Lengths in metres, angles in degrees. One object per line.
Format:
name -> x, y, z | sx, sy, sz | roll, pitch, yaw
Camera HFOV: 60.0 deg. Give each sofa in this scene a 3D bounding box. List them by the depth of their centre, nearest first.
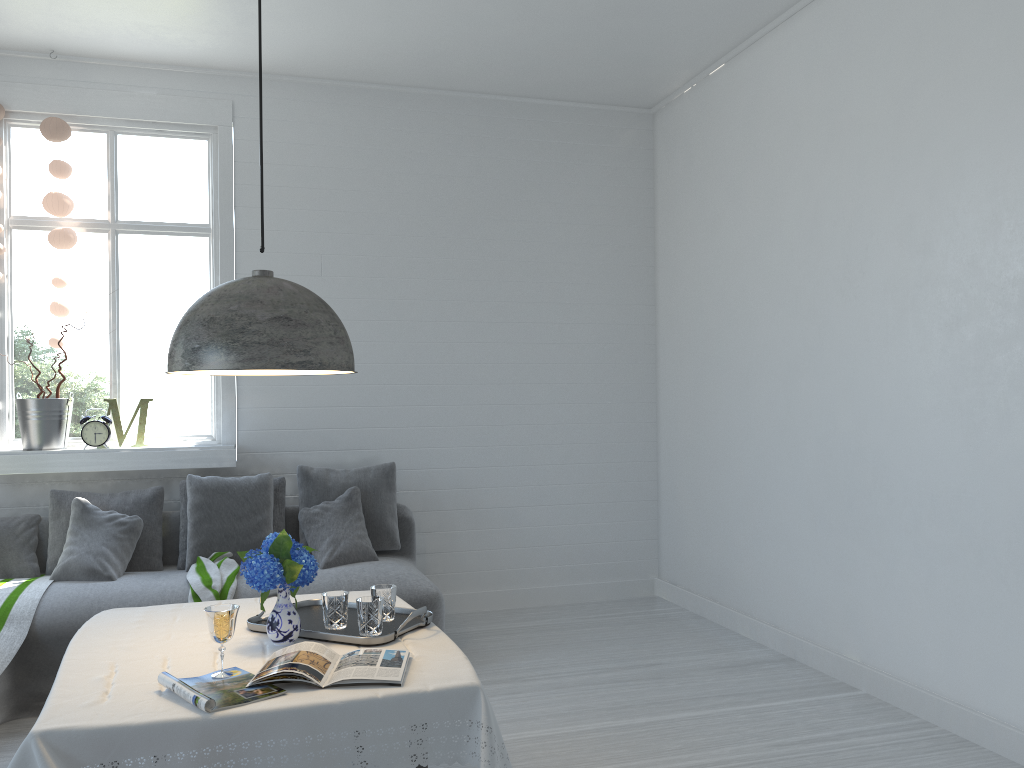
sofa -> -1.774, 1.188, 3.889 | 3.407, 0.899, 3.395 | 0, -1, -17

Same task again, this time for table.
table -> -0.818, 1.196, 2.912 | 1.327, 0.725, 1.670 | 0, -1, -16

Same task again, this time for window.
window -> -2.511, -0.667, 5.540 | 1.482, 2.398, 0.378 | -1, 0, -17

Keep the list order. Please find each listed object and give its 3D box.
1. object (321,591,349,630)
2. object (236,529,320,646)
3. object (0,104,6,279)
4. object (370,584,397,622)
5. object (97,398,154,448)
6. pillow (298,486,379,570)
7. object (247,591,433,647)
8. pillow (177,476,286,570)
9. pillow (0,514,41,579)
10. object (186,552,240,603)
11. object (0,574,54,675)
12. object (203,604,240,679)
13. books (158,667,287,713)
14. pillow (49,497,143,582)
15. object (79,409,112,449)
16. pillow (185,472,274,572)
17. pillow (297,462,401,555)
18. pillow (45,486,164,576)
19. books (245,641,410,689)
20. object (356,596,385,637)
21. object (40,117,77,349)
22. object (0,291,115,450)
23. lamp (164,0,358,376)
object -> -0.604, 0.775, 3.035 | 0.095, 0.119, 0.095 | 0, 0, -33
object -> -0.756, 0.656, 2.878 | 0.265, 0.377, 0.236 | -1, 0, -15
object -> -3.168, -1.176, 5.398 | 0.153, 1.088, 0.150 | -1, 0, -41
object -> -0.454, 0.775, 3.134 | 0.095, 0.119, 0.095 | -1, 0, 7
object -> -2.432, 0.248, 5.577 | 0.330, 0.311, 0.052 | 0, 0, -27
pillow -> -1.044, 0.868, 5.350 | 0.380, 0.463, 0.416 | 0, -1, -32
object -> -0.597, 0.799, 3.098 | 0.651, 0.092, 0.398 | -1, -1, 25
pillow -> -1.706, 0.844, 5.432 | 0.641, 0.520, 0.280 | 0, 0, -16
pillow -> -2.935, 0.918, 5.049 | 0.495, 0.438, 0.280 | -1, 0, -15
object -> -1.717, 1.176, 4.618 | 0.622, 0.833, 1.581 | -1, -1, 8
object -> -2.618, 1.263, 3.465 | 1.043, 0.473, 3.165 | 0, -1, -16
object -> -0.817, 0.725, 2.499 | 0.098, 0.192, 0.098 | -1, 0, 3
books -> -0.784, 0.809, 2.394 | 0.229, 0.043, 0.300 | 0, -1, -43
pillow -> -2.325, 0.876, 4.961 | 0.380, 0.463, 0.416 | -1, 0, -2
object -> -2.540, 0.275, 5.413 | 0.182, 0.250, 0.075 | -1, 0, -17
pillow -> -1.675, 0.824, 5.290 | 0.509, 0.573, 0.296 | -1, 0, -17
pillow -> -1.036, 0.788, 5.624 | 0.639, 0.561, 0.279 | -1, 0, -16
pillow -> -2.385, 0.877, 5.214 | 0.639, 0.521, 0.279 | 0, 0, -17
books -> -0.517, 0.803, 2.551 | 0.422, 0.049, 0.300 | -1, -1, -2
object -> -0.469, 0.771, 2.943 | 0.095, 0.119, 0.095 | -1, 0, 7
object -> -2.793, -0.930, 5.460 | 0.200, 1.426, 0.196 | -1, 0, 24
object -> -2.709, -0.074, 5.151 | 0.848, 0.936, 0.635 | -1, 0, 30
lamp -> -0.814, -1.057, 2.862 | 0.601, 2.044, 0.600 | -1, 0, 44
